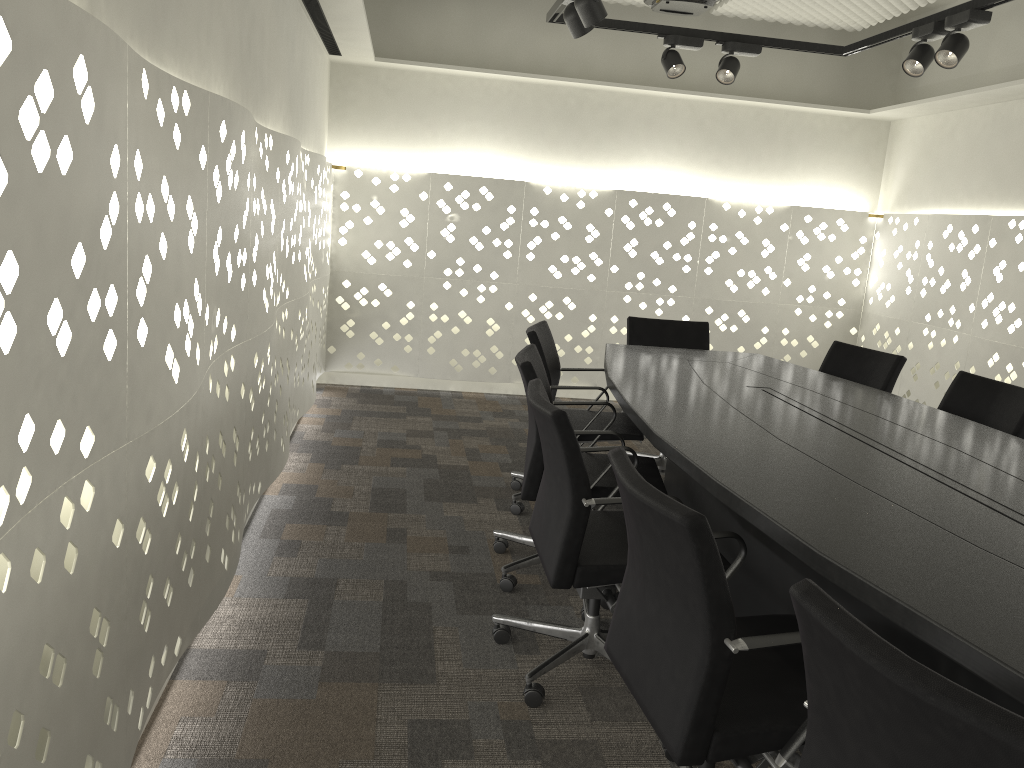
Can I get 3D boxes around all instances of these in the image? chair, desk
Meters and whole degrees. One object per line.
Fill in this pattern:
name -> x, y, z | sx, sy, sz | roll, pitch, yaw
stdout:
chair -> 0.615, 0.668, 1.159 | 0.579, 0.757, 0.559 | 1, 11, -18
chair -> 1.540, 0.353, 3.222 | 0.579, 0.757, 0.559 | 3, 11, -8
chair -> 0.282, 0.146, 3.739 | 0.579, 0.757, 0.559 | 7, 11, 12
chair -> 0.260, 0.402, 2.390 | 0.579, 0.757, 0.559 | 4, 11, -3
chair -> 0.420, 0.543, 1.729 | 0.579, 0.757, 0.559 | 3, 11, -8
chair -> 0.781, 0.090, 4.258 | 0.559, 0.757, 0.579 | 4, 11, -3
chair -> 1.346, 0.213, 3.863 | 0.579, 0.757, 0.559 | 1, 11, -18
desk -> 0.961, 0.488, 2.529 | 1.223, 0.658, 3.364 | 3, 11, -8
chair -> 0.231, 0.280, 3.016 | 0.579, 0.757, 0.559 | 6, 11, 7

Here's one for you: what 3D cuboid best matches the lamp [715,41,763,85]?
lamp -> 1.051, -1.510, 4.146 | 0.214, 0.224, 0.118 | 1, 11, -19

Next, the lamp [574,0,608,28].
lamp -> 0.284, -1.392, 3.182 | 0.126, 0.224, 0.213 | 4, 11, -5

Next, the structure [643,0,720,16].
structure -> 0.839, -1.915, 4.363 | 0.327, 0.144, 0.371 | 3, 11, -8

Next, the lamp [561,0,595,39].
lamp -> 0.258, -1.436, 3.400 | 0.126, 0.224, 0.213 | 4, 11, -5

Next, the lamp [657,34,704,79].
lamp -> 0.771, -1.525, 4.099 | 0.213, 0.224, 0.126 | 4, 11, -5

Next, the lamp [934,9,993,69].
lamp -> 1.666, -1.299, 3.318 | 0.126, 0.224, 0.213 | 4, 11, -5

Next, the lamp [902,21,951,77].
lamp -> 1.640, -1.343, 3.535 | 0.126, 0.224, 0.213 | 4, 11, -5
